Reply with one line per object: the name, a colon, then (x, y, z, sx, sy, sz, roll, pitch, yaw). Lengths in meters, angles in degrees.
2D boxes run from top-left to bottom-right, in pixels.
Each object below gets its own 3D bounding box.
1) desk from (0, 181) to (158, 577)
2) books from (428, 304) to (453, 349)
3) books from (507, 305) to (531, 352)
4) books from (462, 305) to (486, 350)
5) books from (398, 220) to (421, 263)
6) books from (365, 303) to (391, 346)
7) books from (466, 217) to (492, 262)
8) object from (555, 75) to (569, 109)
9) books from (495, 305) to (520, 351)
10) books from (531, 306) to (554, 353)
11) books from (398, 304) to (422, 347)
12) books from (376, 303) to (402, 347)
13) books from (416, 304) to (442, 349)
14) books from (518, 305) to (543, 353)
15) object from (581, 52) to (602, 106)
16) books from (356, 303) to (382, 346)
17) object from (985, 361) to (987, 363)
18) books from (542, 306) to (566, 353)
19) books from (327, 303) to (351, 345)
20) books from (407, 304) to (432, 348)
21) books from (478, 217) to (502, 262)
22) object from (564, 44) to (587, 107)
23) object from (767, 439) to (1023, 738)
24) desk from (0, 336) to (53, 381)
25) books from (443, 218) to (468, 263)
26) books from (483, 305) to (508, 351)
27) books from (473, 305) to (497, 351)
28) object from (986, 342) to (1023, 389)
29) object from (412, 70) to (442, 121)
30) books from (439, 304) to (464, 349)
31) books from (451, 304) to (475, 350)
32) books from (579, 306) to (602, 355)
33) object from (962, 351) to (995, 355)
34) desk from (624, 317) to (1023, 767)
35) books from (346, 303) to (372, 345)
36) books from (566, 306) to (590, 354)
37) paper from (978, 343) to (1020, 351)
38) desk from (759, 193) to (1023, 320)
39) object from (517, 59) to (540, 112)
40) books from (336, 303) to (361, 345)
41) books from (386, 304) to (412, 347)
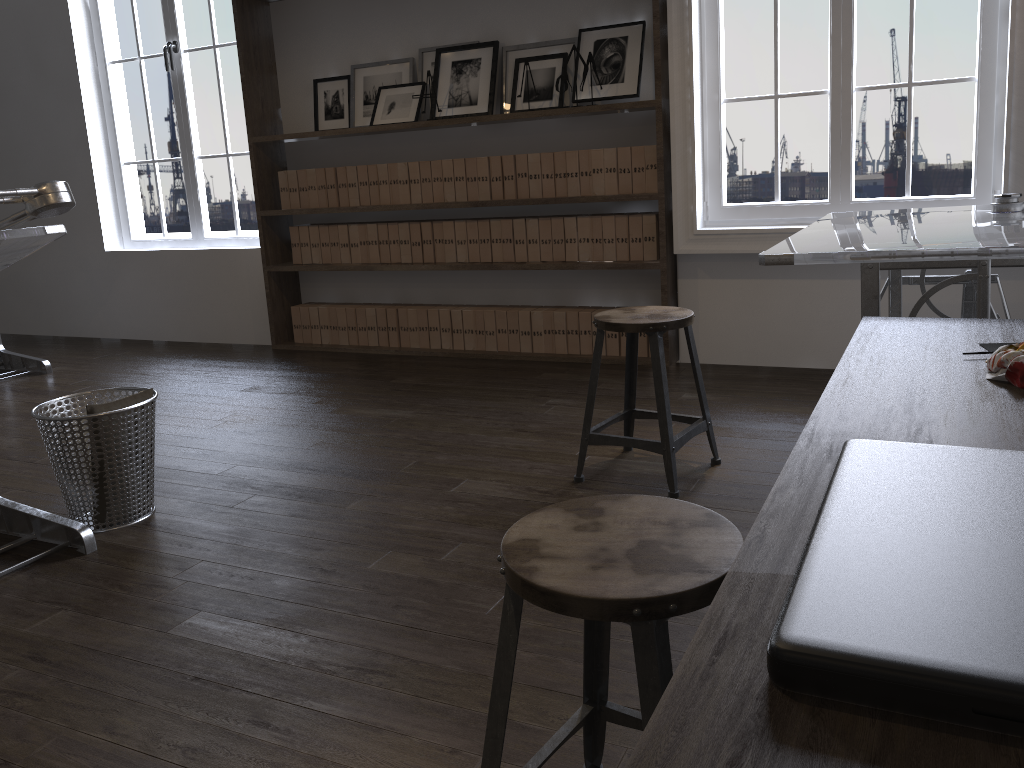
desk: (-1.963, -0.033, 1.910, 1.077, 1.373, 2.302, 2, 14, 26)
books: (-0.394, -0.324, 4.987, 0.067, 0.223, 0.176, 2, 13, 26)
books: (0.046, -0.299, 4.774, 0.067, 0.223, 0.176, 2, 13, 26)
books: (-0.196, -0.313, 4.892, 0.067, 0.223, 0.176, 2, 13, 26)
books: (-0.554, -0.799, 4.962, 0.067, 0.223, 0.176, 2, 13, 26)
books: (-0.770, -0.346, 5.176, 0.067, 0.223, 0.176, 2, 13, 26)
books: (-0.168, -0.778, 4.776, 0.067, 0.223, 0.176, 2, 13, 26)
object: (0.242, -1.408, 4.274, 0.066, 0.164, 0.040, 2, 13, 27)
books: (-0.016, -0.303, 4.807, 0.067, 0.223, 0.176, 2, 13, 26)
books: (0.173, -0.291, 4.709, 0.067, 0.223, 0.176, 2, 13, 26)
books: (-0.571, -0.336, 5.082, 0.067, 0.223, 0.176, 2, 13, 26)
books: (-0.705, -0.344, 5.149, 0.067, 0.223, 0.176, 2, 13, 26)
books: (-0.459, -0.327, 5.019, 0.067, 0.223, 0.176, 2, 13, 26)
books: (0.107, -0.295, 4.740, 0.067, 0.223, 0.176, 2, 13, 26)
object: (0.382, -1.463, 4.263, 0.110, 0.259, 0.040, 2, 13, 27)
books: (-0.832, -0.351, 5.211, 0.067, 0.223, 0.176, 2, 13, 26)
object: (0.780, -0.054, 1.359, 0.172, 0.017, 0.011, -12, 14, -31)
books: (0.230, -0.288, 4.683, 0.067, 0.223, 0.176, 2, 13, 26)
books: (-1.016, -0.362, 5.301, 0.067, 0.223, 0.176, 2, 13, 26)
books: (-0.514, -0.332, 5.051, 0.067, 0.223, 0.176, 2, 13, 26)
books: (-0.107, -0.774, 4.744, 0.067, 0.223, 0.176, 2, 13, 26)
object: (0.307, -1.480, 4.266, 0.118, 0.301, 0.040, 2, 13, 27)
object: (0.395, 0.133, 0.683, 0.312, 0.033, 0.450, 3, 15, 26)
desk: (-3.192, -0.525, 4.636, 1.172, 1.177, 1.281, 3, 14, 26)
books: (-0.299, -0.784, 4.833, 0.067, 0.223, 0.176, 2, 13, 26)
books: (-0.081, -0.305, 4.832, 0.067, 0.223, 0.176, 2, 13, 26)
books: (-0.139, -0.310, 4.866, 0.067, 0.223, 0.176, 2, 13, 26)
object: (0.739, -0.038, 1.257, 0.198, 0.050, 0.133, -13, 16, -33)
object: (-0.445, -1.499, 4.620, 0.174, 0.258, 0.040, 2, 13, 27)
books: (-0.328, -0.321, 4.958, 0.067, 0.223, 0.176, 2, 13, 26)
books: (-0.262, -0.316, 4.923, 0.067, 0.223, 0.176, 2, 13, 26)
books: (0.414, -0.278, 4.593, 0.067, 0.223, 0.176, 2, 13, 26)
object: (0.773, -0.050, 1.357, 0.156, 0.006, 0.006, -2, 13, 6)
desk: (0.641, 0.412, 0.939, 0.656, 0.663, 1.685, 3, 15, 26)
books: (-0.895, -0.355, 5.243, 0.067, 0.223, 0.176, 2, 13, 26)
books: (0.350, -0.282, 4.624, 0.067, 0.223, 0.176, 2, 13, 26)
paper: (0.817, -0.065, 1.363, 0.137, 0.038, 0.157, -1, 14, 12)
desk: (1.321, -0.200, 2.342, 1.072, 1.087, 1.281, 3, 14, 26)
object: (0.078, -1.470, 4.374, 0.124, 0.258, 0.040, 2, 13, 27)
books: (-0.958, -0.357, 5.267, 0.067, 0.223, 0.176, 2, 13, 26)
books: (-0.640, -0.338, 5.110, 0.067, 0.223, 0.176, 2, 13, 26)
